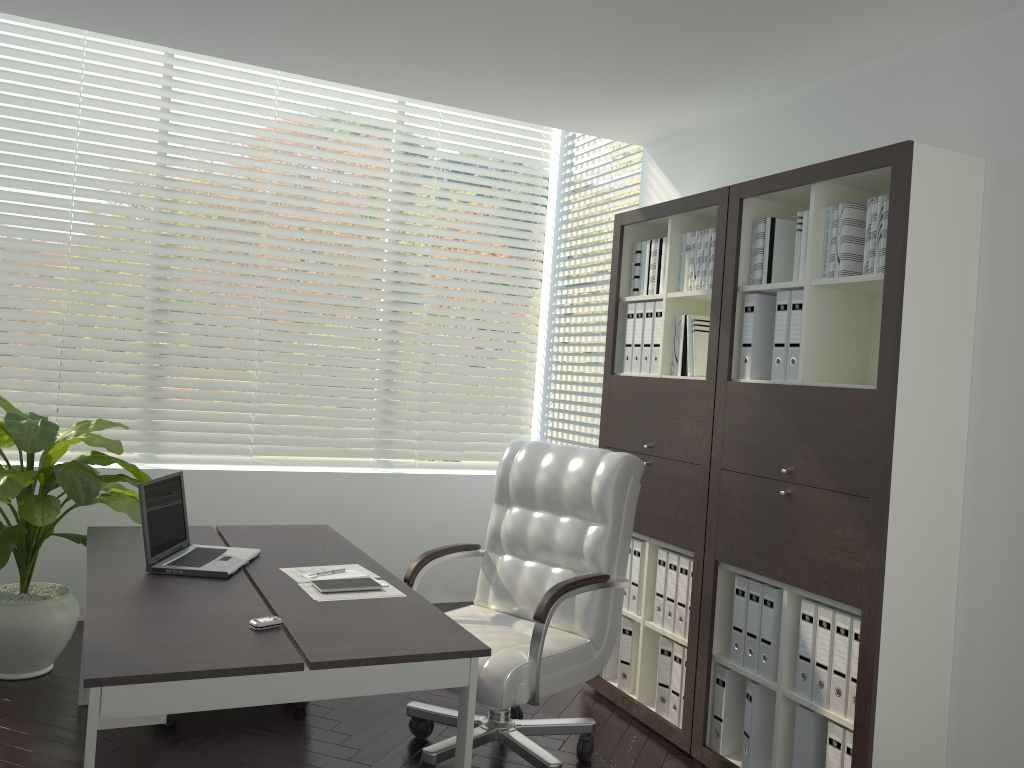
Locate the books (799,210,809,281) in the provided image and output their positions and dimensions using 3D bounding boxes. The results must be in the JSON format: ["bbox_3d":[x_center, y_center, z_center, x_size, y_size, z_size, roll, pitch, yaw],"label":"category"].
[{"bbox_3d":[1.125,-0.479,3.184,0.207,0.258,0.040,4,0,-26],"label":"books"}]

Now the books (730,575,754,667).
[{"bbox_3d":[0.948,0.877,3.313,0.262,0.320,0.072,4,0,-25],"label":"books"}]

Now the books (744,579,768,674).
[{"bbox_3d":[0.981,0.880,3.244,0.262,0.320,0.072,4,0,-25],"label":"books"}]

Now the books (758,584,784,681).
[{"bbox_3d":[1.013,0.883,3.175,0.262,0.320,0.072,4,0,-24],"label":"books"}]

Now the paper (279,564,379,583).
[{"bbox_3d":[-0.631,0.653,3.067,0.290,0.001,0.210,4,1,-32],"label":"paper"}]

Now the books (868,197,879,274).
[{"bbox_3d":[1.252,-0.468,2.900,0.207,0.258,0.021,4,0,-25],"label":"books"}]

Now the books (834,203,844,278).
[{"bbox_3d":[1.189,-0.473,3.032,0.207,0.258,0.021,4,0,-25],"label":"books"}]

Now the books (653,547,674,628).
[{"bbox_3d":[0.735,0.858,3.762,0.262,0.320,0.072,4,0,-26],"label":"books"}]

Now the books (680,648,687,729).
[{"bbox_3d":[0.809,1.221,3.551,0.262,0.320,0.072,4,0,-24],"label":"books"}]

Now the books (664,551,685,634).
[{"bbox_3d":[0.768,0.861,3.692,0.262,0.320,0.072,4,0,-26],"label":"books"}]

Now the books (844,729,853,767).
[{"bbox_3d":[1.166,1.253,2.798,0.262,0.320,0.072,4,0,-24],"label":"books"}]

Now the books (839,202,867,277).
[{"bbox_3d":[1.199,-0.472,3.012,0.207,0.258,0.021,4,0,-25],"label":"books"}]

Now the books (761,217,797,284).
[{"bbox_3d":[1.039,-0.486,3.350,0.207,0.258,0.040,4,0,-25],"label":"books"}]

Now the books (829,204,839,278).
[{"bbox_3d":[1.180,-0.474,3.052,0.207,0.258,0.021,4,0,-25],"label":"books"}]

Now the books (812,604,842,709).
[{"bbox_3d":[1.125,0.893,2.939,0.262,0.320,0.072,4,0,-26],"label":"books"}]

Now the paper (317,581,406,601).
[{"bbox_3d":[-0.511,0.665,2.854,0.290,0.001,0.210,4,1,-28],"label":"paper"}]

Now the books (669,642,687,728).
[{"bbox_3d":[0.776,1.219,3.620,0.262,0.320,0.072,4,0,-25],"label":"books"}]

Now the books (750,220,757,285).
[{"bbox_3d":[1.009,-0.489,3.423,0.207,0.258,0.021,4,0,-26],"label":"books"}]

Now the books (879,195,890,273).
[{"bbox_3d":[1.271,-0.466,2.859,0.207,0.258,0.021,4,0,-25],"label":"books"}]

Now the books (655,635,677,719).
[{"bbox_3d":[0.715,1.213,3.739,0.072,0.320,0.262,4,0,44],"label":"books"}]

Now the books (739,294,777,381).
[{"bbox_3d":[0.997,-0.169,3.373,0.262,0.320,0.072,4,0,-25],"label":"books"}]

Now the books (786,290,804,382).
[{"bbox_3d":[1.105,-0.160,3.146,0.262,0.320,0.072,4,0,-24],"label":"books"}]

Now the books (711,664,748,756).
[{"bbox_3d":[0.890,1.229,3.380,0.262,0.320,0.072,4,0,-26],"label":"books"}]

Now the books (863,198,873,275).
[{"bbox_3d":[1.242,-0.468,2.920,0.207,0.258,0.021,4,0,-25],"label":"books"}]

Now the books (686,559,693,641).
[{"bbox_3d":[0.834,0.867,3.554,0.262,0.320,0.072,4,0,-24],"label":"books"}]

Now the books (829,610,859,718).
[{"bbox_3d":[1.158,0.896,2.870,0.262,0.320,0.072,4,0,-25],"label":"books"}]

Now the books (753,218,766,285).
[{"bbox_3d":[1.016,-0.488,3.390,0.207,0.258,0.040,4,0,-26],"label":"books"}]

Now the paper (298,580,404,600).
[{"bbox_3d":[-0.522,0.663,2.861,0.290,0.001,0.210,4,1,-27],"label":"paper"}]

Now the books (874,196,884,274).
[{"bbox_3d":[1.261,-0.467,2.879,0.207,0.258,0.021,4,0,-25],"label":"books"}]

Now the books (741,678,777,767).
[{"bbox_3d":[0.973,1.236,3.198,0.262,0.320,0.072,4,0,-6],"label":"books"}]

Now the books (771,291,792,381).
[{"bbox_3d":[1.072,-0.162,3.215,0.262,0.320,0.072,4,0,-25],"label":"books"}]

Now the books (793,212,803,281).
[{"bbox_3d":[1.108,-0.480,3.213,0.207,0.258,0.021,4,0,-25],"label":"books"}]

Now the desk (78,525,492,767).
[{"bbox_3d":[-0.906,0.986,2.956,0.974,0.698,1.813,4,0,-25],"label":"desk"}]

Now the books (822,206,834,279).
[{"bbox_3d":[1.171,-0.475,3.082,0.207,0.258,0.040,4,0,-25],"label":"books"}]

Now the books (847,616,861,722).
[{"bbox_3d":[1.191,0.898,2.801,0.262,0.320,0.072,4,0,-24],"label":"books"}]

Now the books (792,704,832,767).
[{"bbox_3d":[1.066,1.244,3.011,0.261,0.320,0.072,4,0,-34],"label":"books"}]

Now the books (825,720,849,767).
[{"bbox_3d":[1.133,1.250,2.867,0.262,0.320,0.072,4,0,-25],"label":"books"}]

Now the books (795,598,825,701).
[{"bbox_3d":[1.092,0.890,3.008,0.262,0.320,0.072,4,0,-26],"label":"books"}]

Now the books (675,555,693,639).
[{"bbox_3d":[0.801,0.864,3.623,0.262,0.320,0.072,4,0,-25],"label":"books"}]
